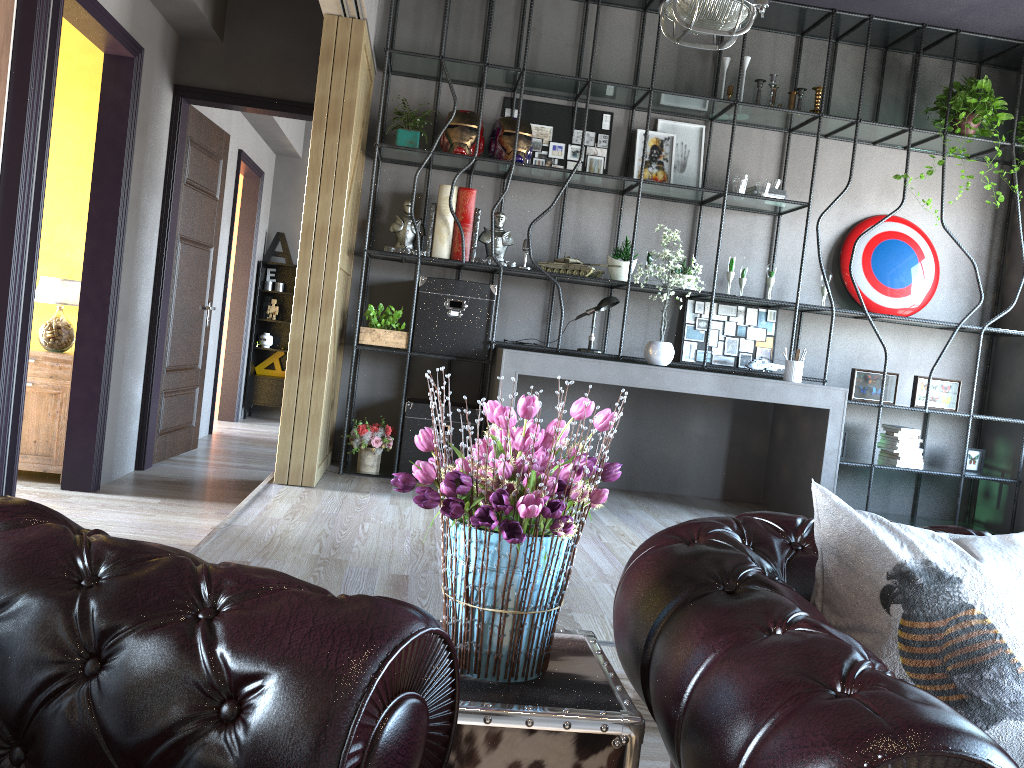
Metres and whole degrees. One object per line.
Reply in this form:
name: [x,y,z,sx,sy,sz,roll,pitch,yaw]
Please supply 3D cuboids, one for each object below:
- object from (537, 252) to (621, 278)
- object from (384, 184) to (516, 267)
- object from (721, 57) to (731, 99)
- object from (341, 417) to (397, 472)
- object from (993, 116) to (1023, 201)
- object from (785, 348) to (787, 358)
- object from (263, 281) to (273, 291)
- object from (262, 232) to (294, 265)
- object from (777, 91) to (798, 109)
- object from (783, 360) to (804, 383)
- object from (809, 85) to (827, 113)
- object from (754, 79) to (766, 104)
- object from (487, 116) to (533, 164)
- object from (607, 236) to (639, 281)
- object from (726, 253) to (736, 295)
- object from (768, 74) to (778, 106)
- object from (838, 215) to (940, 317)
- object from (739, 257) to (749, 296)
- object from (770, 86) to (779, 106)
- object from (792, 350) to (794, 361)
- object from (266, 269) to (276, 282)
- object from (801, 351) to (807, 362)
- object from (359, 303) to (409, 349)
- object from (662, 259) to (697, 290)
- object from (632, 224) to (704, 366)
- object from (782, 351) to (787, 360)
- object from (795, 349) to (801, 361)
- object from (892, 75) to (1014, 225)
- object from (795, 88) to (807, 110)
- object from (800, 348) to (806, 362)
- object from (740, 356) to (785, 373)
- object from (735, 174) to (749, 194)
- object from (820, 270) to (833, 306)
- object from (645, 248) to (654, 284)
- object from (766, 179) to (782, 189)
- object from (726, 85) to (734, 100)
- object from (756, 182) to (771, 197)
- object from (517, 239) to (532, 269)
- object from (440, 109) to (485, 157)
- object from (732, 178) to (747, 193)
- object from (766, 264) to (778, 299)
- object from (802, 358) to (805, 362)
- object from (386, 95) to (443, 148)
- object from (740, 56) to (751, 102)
object: [0.442,-0.774,5.784,0.577,0.170,0.206,8,3,29]
object: [-0.375,-1.012,5.684,0.833,0.466,0.290,6,2,-6]
object: [1.429,-2.008,6.003,0.128,0.390,0.128,5,2,-38]
object: [-0.914,0.368,5.605,0.345,0.362,0.332,7,2,-3]
object: [3.398,-1.499,5.861,0.445,0.633,0.401,7,2,12]
object: [1.734,-0.127,5.590,0.046,0.202,0.023,8,2,30]
object: [-2.631,-1.055,9.570,0.095,0.101,0.095,7,2,16]
object: [-2.519,-1.468,9.604,0.343,0.344,0.057,6,2,-6]
object: [1.833,-1.832,5.810,0.189,0.152,0.189,7,2,17]
object: [1.766,-0.077,5.567,0.110,0.137,0.110,7,2,4]
object: [2.012,-1.853,5.842,0.130,0.232,0.130,6,2,-29]
object: [1.626,-1.898,5.849,0.084,0.233,0.084,7,2,21]
object: [0.003,-1.548,5.672,0.280,0.327,0.400,6,2,-16]
object: [0.721,-0.809,5.752,0.193,0.305,0.136,8,2,28]
object: [1.419,-0.713,5.767,0.113,0.275,0.113,7,2,-3]
object: [1.692,-1.893,5.783,0.100,0.243,0.100,7,2,3]
object: [2.645,-0.822,6.200,0.751,0.739,0.185,6,2,-6]
object: [1.582,-0.723,6.085,0.113,0.301,0.113,7,2,12]
object: [1.751,-1.885,5.960,0.080,0.226,0.080,5,2,-33]
object: [1.775,-0.131,5.608,0.009,0.167,0.061,7,2,6]
object: [-2.608,-1.178,9.610,0.107,0.151,0.055,6,2,-6]
object: [1.814,-0.128,5.574,0.062,0.169,0.009,6,2,-7]
object: [-0.782,-0.367,5.517,0.304,0.265,0.180,6,2,-6]
object: [1.114,-0.719,5.816,0.235,0.212,0.235,8,3,39]
object: [0.947,-0.536,5.342,0.421,0.852,0.398,8,3,40]
object: [1.748,-0.115,5.577,0.137,0.190,0.009,7,2,-3]
object: [1.795,-0.120,5.603,0.023,0.204,0.037,8,2,33]
object: [2.859,-1.513,5.805,0.720,1.025,0.650,7,2,12]
object: [1.921,-1.868,5.930,0.084,0.233,0.084,6,2,-25]
object: [1.814,-0.136,5.587,0.052,0.185,0.009,6,2,-4]
object: [1.701,-0.135,5.963,0.379,0.111,0.351,8,3,26]
object: [1.501,-1.294,5.825,0.087,0.155,0.087,7,2,6]
object: [2.119,-0.641,6.010,0.113,0.270,0.113,6,2,-17]
object: [0.917,-0.780,5.964,0.113,0.273,0.113,5,3,-40]
object: [1.758,-1.338,5.969,0.103,0.068,0.103,6,2,-13]
object: [1.411,-1.866,5.752,0.135,0.129,0.135,5,3,-33]
object: [1.622,-1.248,5.735,0.093,0.099,0.092,9,3,41]
object: [0.087,-0.824,5.631,0.093,0.200,0.093,6,2,-11]
object: [-0.312,-1.583,5.637,0.280,0.327,0.399,7,2,-1]
object: [1.461,-1.266,5.718,0.093,0.099,0.092,8,3,31]
object: [1.701,-0.669,5.836,0.113,0.246,0.113,7,2,12]
object: [1.793,-0.096,5.558,0.068,0.159,0.009,7,2,7]
object: [-0.653,-1.623,5.615,0.295,0.339,0.324,8,3,40]
object: [1.547,-1.991,5.944,0.128,0.390,0.128,8,3,43]
